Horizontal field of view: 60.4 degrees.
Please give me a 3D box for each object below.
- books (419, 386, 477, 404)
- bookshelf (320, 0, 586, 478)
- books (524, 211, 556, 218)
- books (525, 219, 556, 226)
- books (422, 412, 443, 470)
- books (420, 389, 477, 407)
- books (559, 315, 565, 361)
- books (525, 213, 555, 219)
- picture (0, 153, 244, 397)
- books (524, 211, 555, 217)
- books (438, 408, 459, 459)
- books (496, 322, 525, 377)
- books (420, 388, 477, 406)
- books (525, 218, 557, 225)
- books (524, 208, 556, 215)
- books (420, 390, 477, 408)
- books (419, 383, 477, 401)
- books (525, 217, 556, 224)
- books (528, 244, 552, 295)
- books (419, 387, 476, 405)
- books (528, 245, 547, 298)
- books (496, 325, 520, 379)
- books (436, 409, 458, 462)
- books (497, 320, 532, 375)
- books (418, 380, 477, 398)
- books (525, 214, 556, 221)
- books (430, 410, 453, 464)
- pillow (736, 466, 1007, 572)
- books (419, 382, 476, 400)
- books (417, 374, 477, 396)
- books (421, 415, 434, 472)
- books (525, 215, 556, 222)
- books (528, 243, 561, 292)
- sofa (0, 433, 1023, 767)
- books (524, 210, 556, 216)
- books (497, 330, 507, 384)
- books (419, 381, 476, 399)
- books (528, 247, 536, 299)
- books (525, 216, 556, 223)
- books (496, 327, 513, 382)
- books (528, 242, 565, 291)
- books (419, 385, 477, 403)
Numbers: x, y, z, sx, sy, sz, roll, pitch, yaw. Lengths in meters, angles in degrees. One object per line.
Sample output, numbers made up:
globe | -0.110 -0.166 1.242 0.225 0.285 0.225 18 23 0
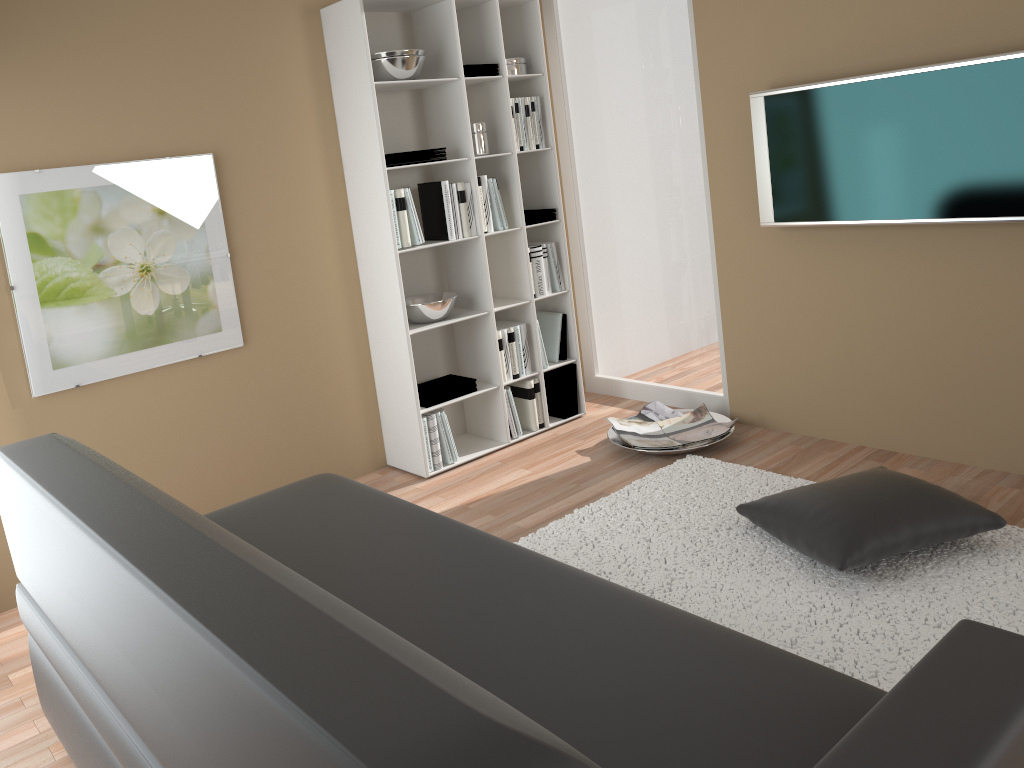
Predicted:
books | -0.347 0.036 4.192 0.302 0.006 0.211 -19 19 -38
bookshelf | -0.236 -0.761 4.298 1.055 2.104 0.334 -15 11 -39
books | 0.051 -0.868 4.534 0.214 0.007 0.299 -19 19 -38
books | 0.051 -0.829 4.537 0.214 0.007 0.299 -19 19 -38
books | -0.411 0.252 4.111 0.041 0.254 0.208 -14 12 -38
books | -0.346 0.053 4.193 0.302 0.006 0.211 -19 19 -38
books | 0.205 -0.254 4.665 0.043 0.234 0.212 -14 13 -38
books | 0.047 -0.861 4.532 0.213 0.006 0.299 -18 18 -37
picture | -1.489 -0.449 3.415 0.829 0.801 0.019 -17 12 -39
books | 0.050 -0.873 4.533 0.214 0.007 0.299 -19 19 -38
books | -0.350 0.225 4.180 0.059 0.253 0.209 -14 12 -38
books | -0.025 -0.174 4.436 0.041 0.254 0.208 -14 12 -38
books | -0.347 0.047 4.192 0.302 0.006 0.211 -19 19 -38
books | 0.052 -0.834 4.537 0.214 0.006 0.299 -19 19 -38
books | 0.049 -0.882 4.527 0.214 0.006 0.299 -19 19 -38
books | -0.345 0.058 4.192 0.302 0.007 0.211 -19 19 -38
books | -0.349 0.026 4.188 0.302 0.006 0.212 -18 18 -37
books | 0.051 -0.840 4.536 0.214 0.006 0.299 -19 19 -38
books | 0.114 -0.596 4.554 0.041 0.254 0.208 -14 12 -38
books | -0.349 0.042 4.190 0.302 0.006 0.211 -20 19 -40
books | 0.077 -0.578 4.505 0.077 0.254 0.209 -14 13 -38
books | -0.055 -0.163 4.409 0.041 0.254 0.208 -14 12 -38
books | -0.352 0.233 4.157 0.059 0.253 0.209 -14 12 -38
books | 0.008 -0.185 4.463 0.041 0.254 0.208 -14 12 -38
books | -0.348 0.009 4.188 0.302 0.007 0.211 -19 19 -38
books | 0.050 -0.856 4.532 0.214 0.006 0.299 -19 19 -38
books | -0.375 0.237 4.144 0.061 0.255 0.208 -14 12 -38
pillow | 1.143 0.425 2.866 0.612 0.206 0.592 -11 14 -14
books | -0.352 0.020 4.191 0.302 0.007 0.211 -19 19 -38
books | -0.349 0.004 4.189 0.302 0.006 0.211 -19 19 -38
books | -0.450 0.264 4.085 0.041 0.254 0.208 -14 12 -38
books | 0.051 -0.851 4.533 0.214 0.006 0.299 -19 19 -38
books | 0.155 -0.609 4.584 0.061 0.255 0.209 -14 12 -38
sofa | -0.263 0.561 1.812 0.967 0.819 2.272 -17 17 -38
books | 0.048 -0.877 4.527 0.214 0.007 0.299 -19 19 -38
books | -0.114 -0.141 4.353 0.041 0.254 0.208 -14 12 -38
books | -0.353 0.015 4.191 0.302 0.007 0.211 -19 19 -38
books | 0.027 -0.563 4.468 0.041 0.254 0.208 -14 12 -38
books | 0.049 -0.846 4.537 0.214 0.006 0.299 -19 19 -39
books | -0.088 -0.153 4.385 0.041 0.254 0.208 -14 12 -38
books | 0.175 -0.615 4.600 0.061 0.255 0.208 -14 12 -38
books | -0.348 0.031 4.191 0.302 0.006 0.211 -19 19 -38
